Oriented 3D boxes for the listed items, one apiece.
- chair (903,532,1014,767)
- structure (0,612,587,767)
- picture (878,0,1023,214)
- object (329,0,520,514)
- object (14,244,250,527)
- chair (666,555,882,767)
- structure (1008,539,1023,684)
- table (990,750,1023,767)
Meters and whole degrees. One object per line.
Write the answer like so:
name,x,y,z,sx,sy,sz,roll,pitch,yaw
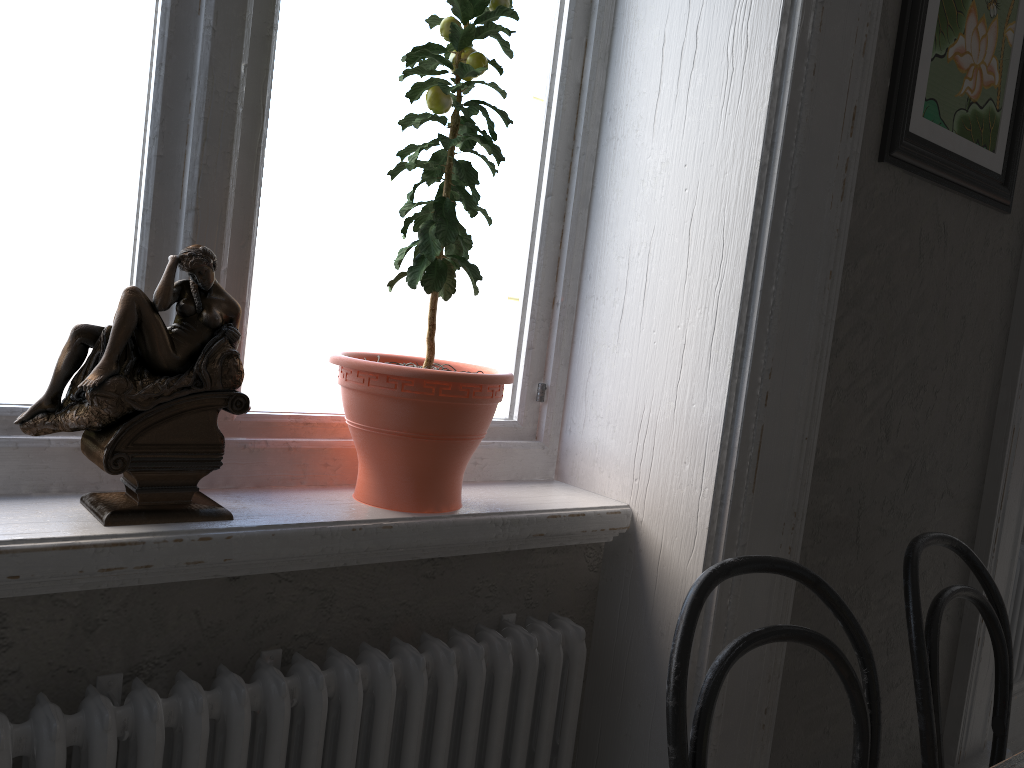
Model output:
chair,0.845,0.749,1.385,0.447,0.920,0.538,3,6,-42
structure,-0.377,0.557,1.077,1.249,0.428,0.145,3,6,-41
picture,0.879,-0.676,1.670,0.532,0.619,0.019,4,5,-40
object,-0.095,-0.316,1.281,0.270,0.991,0.270,7,4,0
object,-0.442,-0.008,1.048,0.242,0.329,0.117,4,5,-38
chair,0.410,0.722,1.021,0.446,0.920,0.539,5,5,-32
structure,1.615,0.682,2.725,1.249,0.428,0.145,3,6,-41
table,1.110,0.906,1.012,1.960,0.734,0.886,4,6,-40
